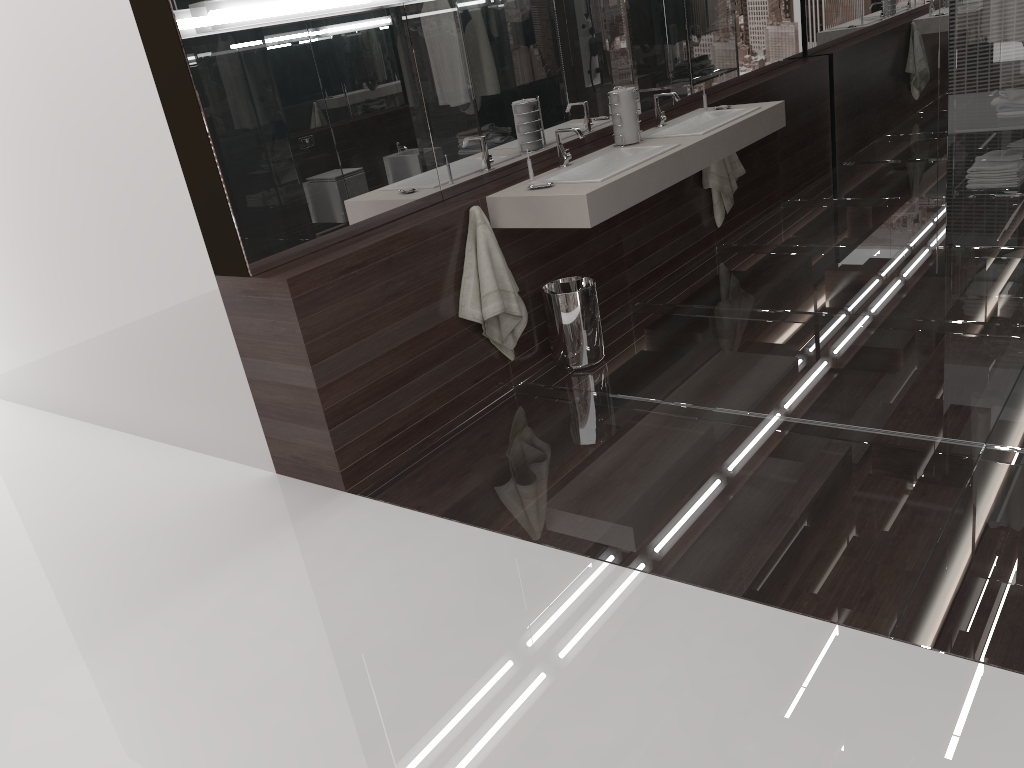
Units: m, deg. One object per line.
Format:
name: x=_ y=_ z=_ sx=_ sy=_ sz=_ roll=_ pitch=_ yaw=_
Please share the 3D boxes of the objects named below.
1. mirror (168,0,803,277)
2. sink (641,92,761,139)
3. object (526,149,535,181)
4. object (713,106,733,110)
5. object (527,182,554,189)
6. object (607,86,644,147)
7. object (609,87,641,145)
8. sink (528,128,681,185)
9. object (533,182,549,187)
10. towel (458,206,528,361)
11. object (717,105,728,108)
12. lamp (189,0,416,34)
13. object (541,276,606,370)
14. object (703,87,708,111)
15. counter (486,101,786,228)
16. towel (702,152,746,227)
mirror: x=2.166 y=-1.580 z=3.339 sx=4.126 sy=0.916 sz=5.081 roll=8 pitch=29 yaw=38
sink: x=0.905 y=-1.371 z=4.444 sx=0.427 sy=0.193 sz=0.681 roll=8 pitch=29 yaw=38
object: x=0.075 y=-0.925 z=3.747 sx=0.022 sy=0.132 sz=0.022 roll=-1 pitch=24 yaw=21
object: x=1.133 y=-1.481 z=4.764 sx=0.065 sy=0.011 sz=0.108 roll=-22 pitch=25 yaw=-25
object: x=0.117 y=-0.799 z=3.585 sx=0.108 sy=0.011 sz=0.065 roll=-3 pitch=23 yaw=18
object: x=0.533 y=-1.267 z=4.192 sx=0.145 sy=0.261 sz=0.136 roll=-13 pitch=22 yaw=-5
object: x=0.534 y=-1.263 z=4.186 sx=0.124 sy=0.246 sz=0.128 roll=-2 pitch=24 yaw=21
sink: x=0.371 y=-1.010 z=3.818 sx=0.427 sy=0.193 sz=0.681 roll=8 pitch=29 yaw=38
object: x=0.116 y=-0.805 z=3.582 sx=0.066 sy=0.016 sz=0.035 roll=-4 pitch=23 yaw=16
towel: x=-0.052 y=-0.384 z=3.609 sx=0.156 sy=0.678 sz=0.368 roll=8 pitch=29 yaw=38
object: x=1.132 y=-1.487 z=4.761 sx=0.035 sy=0.016 sz=0.066 roll=-23 pitch=25 yaw=-27
lamp: x=-0.643 y=-1.279 z=2.965 sx=0.082 sy=0.082 sz=0.950 roll=8 pitch=29 yaw=38
object: x=0.272 y=-0.264 z=3.885 sx=0.237 sy=0.358 sz=0.237 roll=-17 pitch=23 yaw=-15
object: x=1.038 y=-1.533 z=4.773 sx=0.022 sy=0.132 sz=0.022 roll=-15 pitch=23 yaw=-11
counter: x=0.676 y=-1.069 z=4.168 sx=0.488 sy=0.131 sz=1.954 roll=8 pitch=29 yaw=38
towel: x=1.224 y=-1.246 z=5.104 sx=0.156 sy=0.678 sz=0.368 roll=8 pitch=28 yaw=37
